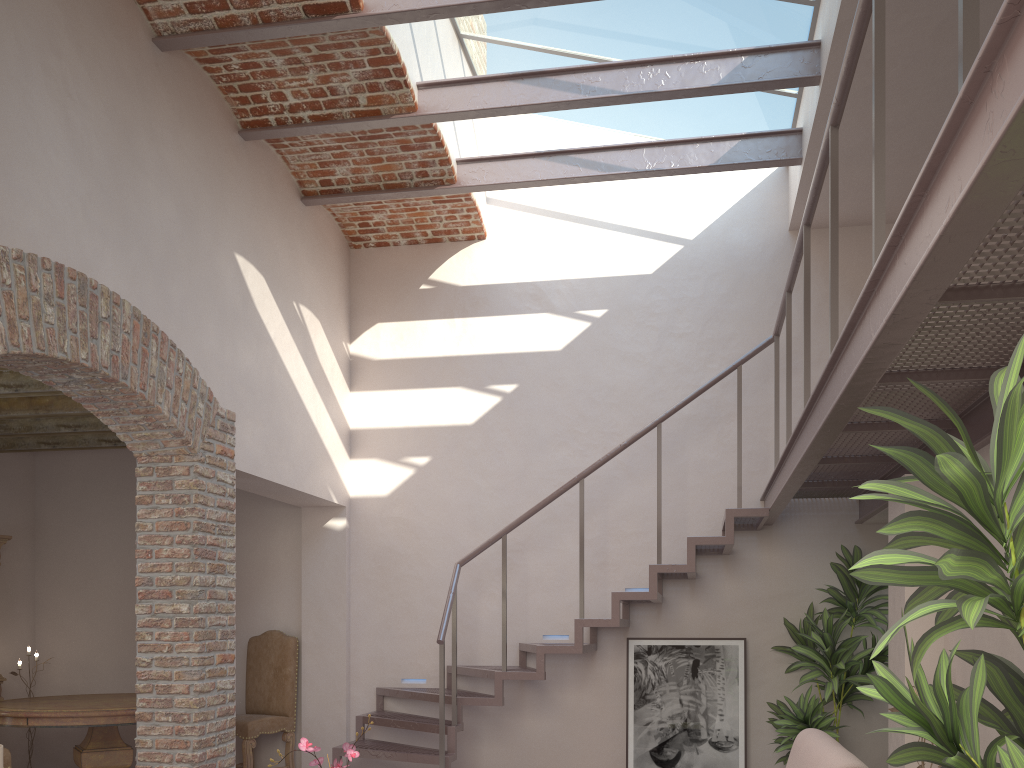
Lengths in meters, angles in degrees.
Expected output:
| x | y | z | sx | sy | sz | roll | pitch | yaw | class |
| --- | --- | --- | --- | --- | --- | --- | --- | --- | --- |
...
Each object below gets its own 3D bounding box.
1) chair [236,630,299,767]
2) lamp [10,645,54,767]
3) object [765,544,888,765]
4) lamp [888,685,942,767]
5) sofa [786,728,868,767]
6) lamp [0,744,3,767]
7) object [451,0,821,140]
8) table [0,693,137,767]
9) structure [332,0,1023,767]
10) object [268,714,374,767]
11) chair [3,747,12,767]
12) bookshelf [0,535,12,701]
| x | y | z | sx | sy | sz | roll | pitch | yaw | class |
| --- | --- | --- | --- | --- | --- | --- | --- | --- | --- |
| -2.101 | 2.579 | 7.244 | 0.542 | 1.225 | 0.655 | -1 | -4 | 26 | chair |
| -3.965 | 2.723 | 7.550 | 0.232 | 1.113 | 0.345 | -1 | -1 | 44 | lamp |
| 2.202 | 2.023 | 6.299 | 0.956 | 1.844 | 1.109 | -2 | -4 | 29 | object |
| 1.958 | 1.850 | 4.281 | 0.232 | 1.113 | 0.345 | -1 | -1 | 44 | lamp |
| 0.047 | 1.526 | 2.763 | 2.156 | 0.922 | 3.255 | -2 | -14 | 10 | sofa |
| -1.984 | 1.681 | 3.132 | 0.410 | 0.836 | 0.393 | -1 | -3 | 11 | lamp |
| 0.491 | -2.538 | 4.845 | 2.333 | 0.659 | 4.690 | -3 | -15 | 11 | object |
| -2.875 | 2.599 | 6.377 | 1.534 | 0.728 | 1.555 | 3 | -13 | -13 | table |
| 0.038 | 0.619 | 3.603 | 3.773 | 3.136 | 7.422 | -2 | -13 | 11 | structure |
| -0.655 | 1.494 | 3.280 | 0.369 | 0.588 | 0.303 | 0 | -3 | 5 | object |
| -3.410 | 2.100 | 5.452 | 0.654 | 1.226 | 0.542 | 3 | -4 | -39 | chair |
| -4.344 | 1.960 | 6.295 | 0.487 | 1.956 | 2.079 | 0 | -8 | 11 | bookshelf |
